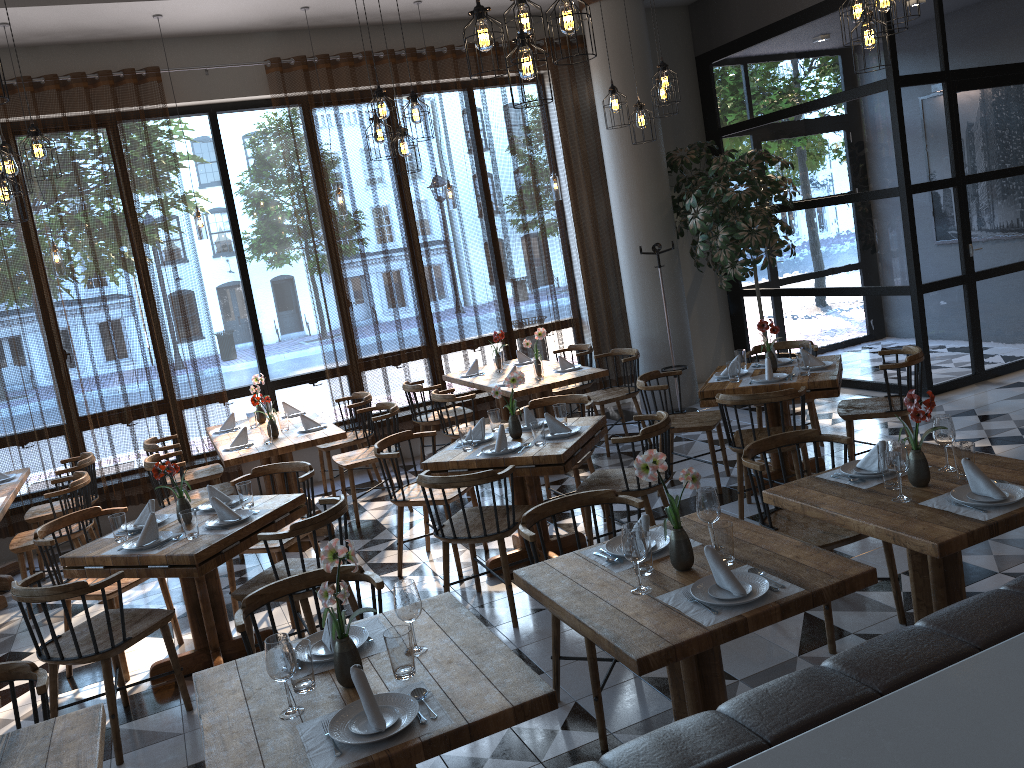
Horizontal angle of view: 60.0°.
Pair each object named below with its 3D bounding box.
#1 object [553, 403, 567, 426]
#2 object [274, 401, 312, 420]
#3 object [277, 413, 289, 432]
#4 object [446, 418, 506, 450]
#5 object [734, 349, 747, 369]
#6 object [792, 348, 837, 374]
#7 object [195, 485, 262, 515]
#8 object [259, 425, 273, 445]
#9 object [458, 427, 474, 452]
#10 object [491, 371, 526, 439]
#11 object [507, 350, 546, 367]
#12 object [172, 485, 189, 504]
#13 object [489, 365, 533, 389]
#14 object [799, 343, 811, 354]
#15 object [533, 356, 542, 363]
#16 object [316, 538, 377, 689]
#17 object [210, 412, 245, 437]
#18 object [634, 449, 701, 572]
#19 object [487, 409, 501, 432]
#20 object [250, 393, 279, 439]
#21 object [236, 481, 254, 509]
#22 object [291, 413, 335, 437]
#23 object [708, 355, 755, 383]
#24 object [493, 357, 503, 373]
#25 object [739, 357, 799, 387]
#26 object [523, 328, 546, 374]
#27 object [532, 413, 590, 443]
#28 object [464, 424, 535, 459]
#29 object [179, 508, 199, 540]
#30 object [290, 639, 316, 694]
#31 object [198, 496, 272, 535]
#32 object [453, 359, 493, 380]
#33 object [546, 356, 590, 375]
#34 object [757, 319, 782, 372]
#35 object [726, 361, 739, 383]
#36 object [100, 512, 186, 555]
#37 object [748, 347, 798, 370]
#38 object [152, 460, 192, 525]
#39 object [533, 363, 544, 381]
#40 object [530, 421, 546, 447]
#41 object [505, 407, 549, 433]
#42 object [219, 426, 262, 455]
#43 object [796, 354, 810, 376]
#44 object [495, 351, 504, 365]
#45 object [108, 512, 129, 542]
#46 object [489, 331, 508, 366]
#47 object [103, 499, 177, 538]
[{"bbox_3d":[0.294,0.188,5.327,0.080,0.131,0.080,-10,8,-7],"label":"object"},{"bbox_3d":[-1.848,0.197,7.435,0.272,0.136,0.353,-13,10,-21],"label":"object"},{"bbox_3d":[-1.742,0.292,6.759,0.080,0.131,0.080,-15,9,-37],"label":"object"},{"bbox_3d":[-0.223,0.275,5.305,0.271,0.136,0.354,-6,10,23],"label":"object"},{"bbox_3d":[1.602,-0.171,6.197,0.080,0.131,0.080,-3,10,43],"label":"object"},{"bbox_3d":[1.974,-0.172,5.812,0.271,0.136,0.354,-6,10,23],"label":"object"},{"bbox_3d":[-1.571,0.589,4.753,0.351,0.136,0.274,-6,9,23],"label":"object"},{"bbox_3d":[-1.751,0.364,6.327,0.080,0.131,0.080,-15,9,-37],"label":"object"},{"bbox_3d":[-0.260,0.320,5.086,0.080,0.131,0.080,-10,8,-7],"label":"object"},{"bbox_3d":[-0.001,0.127,5.167,0.207,0.398,0.147,-11,7,-10],"label":"object"},{"bbox_3d":[0.113,-0.261,8.243,0.272,0.136,0.353,-13,10,-21],"label":"object"},{"bbox_3d":[-1.791,0.621,4.799,0.080,0.131,0.080,-12,8,-17],"label":"object"},{"bbox_3d":[-0.022,-0.071,7.221,0.272,0.136,0.353,-13,10,-21],"label":"object"},{"bbox_3d":[2.001,-0.210,6.031,0.080,0.131,0.080,-9,7,3],"label":"object"},{"bbox_3d":[0.225,-0.167,7.570,0.080,0.131,0.080,-15,9,-37],"label":"object"},{"bbox_3d":[-0.460,0.643,2.474,0.147,0.398,0.207,-12,8,-19],"label":"object"},{"bbox_3d":[-2.329,0.310,7.231,0.272,0.136,0.353,-13,10,-21],"label":"object"},{"bbox_3d":[0.526,0.408,2.909,0.207,0.398,0.147,-11,7,-14],"label":"object"},{"bbox_3d":[-0.105,0.227,5.493,0.080,0.131,0.080,-10,8,-7],"label":"object"},{"bbox_3d":[-1.810,0.234,6.488,0.172,0.353,0.156,-16,10,-43],"label":"object"},{"bbox_3d":[-1.391,0.582,4.632,0.080,0.131,0.080,-12,8,-17],"label":"object"},{"bbox_3d":[-1.502,0.273,6.618,0.272,0.136,0.353,-13,10,-21],"label":"object"},{"bbox_3d":[1.484,-0.124,6.012,0.271,0.136,0.354,-6,10,23],"label":"object"},{"bbox_3d":[-0.121,-0.169,7.937,0.080,0.131,0.080,-10,8,-7],"label":"object"},{"bbox_3d":[1.634,-0.092,5.664,0.351,0.136,0.274,-6,9,23],"label":"object"},{"bbox_3d":[0.208,-0.257,7.302,0.207,0.398,0.146,-14,8,-29],"label":"object"},{"bbox_3d":[0.268,0.227,5.105,0.271,0.136,0.354,-6,10,23],"label":"object"},{"bbox_3d":[-0.073,0.307,4.958,0.351,0.136,0.274,-6,9,23],"label":"object"},{"bbox_3d":[-1.538,0.671,4.233,0.080,0.131,0.080,-12,8,-17],"label":"object"},{"bbox_3d":[-0.596,0.798,2.498,0.080,0.131,0.080,-12,8,-17],"label":"object"},{"bbox_3d":[-1.421,0.621,4.406,0.271,0.136,0.354,-6,10,23],"label":"object"},{"bbox_3d":[-0.368,-0.148,8.038,0.272,0.136,0.353,-13,10,-21],"label":"object"},{"bbox_3d":[0.459,-0.185,7.426,0.272,0.136,0.353,-13,10,-21],"label":"object"},{"bbox_3d":[1.730,-0.262,5.927,0.156,0.353,0.172,-6,8,25],"label":"object"},{"bbox_3d":[1.447,-0.079,5.790,0.080,0.131,0.080,-10,8,-7],"label":"object"},{"bbox_3d":[-1.761,0.701,4.259,0.351,0.136,0.274,-6,9,23],"label":"object"},{"bbox_3d":[1.824,-0.204,6.159,0.351,0.136,0.274,-6,9,23],"label":"object"},{"bbox_3d":[-1.711,0.548,4.468,0.156,0.353,0.172,-5,9,33],"label":"object"},{"bbox_3d":[0.217,-0.095,7.138,0.080,0.131,0.080,-15,9,-37],"label":"object"},{"bbox_3d":[0.148,0.278,4.928,0.080,0.131,0.080,-10,8,-7],"label":"object"},{"bbox_3d":[0.117,0.195,5.452,0.351,0.136,0.274,-6,9,23],"label":"object"},{"bbox_3d":[-1.983,0.386,6.413,0.272,0.136,0.353,-13,10,-21],"label":"object"},{"bbox_3d":[1.855,-0.120,5.631,0.080,0.131,0.080,-9,7,3],"label":"object"},{"bbox_3d":[-0.113,-0.241,8.369,0.080,0.131,0.080,-10,8,-7],"label":"object"},{"bbox_3d":[-1.946,0.713,4.392,0.080,0.131,0.080,-10,8,-7],"label":"object"},{"bbox_3d":[-0.111,-0.317,8.134,0.156,0.353,0.172,-2,10,44],"label":"object"},{"bbox_3d":[-1.911,0.670,4.606,0.271,0.136,0.354,-6,10,23],"label":"object"}]
